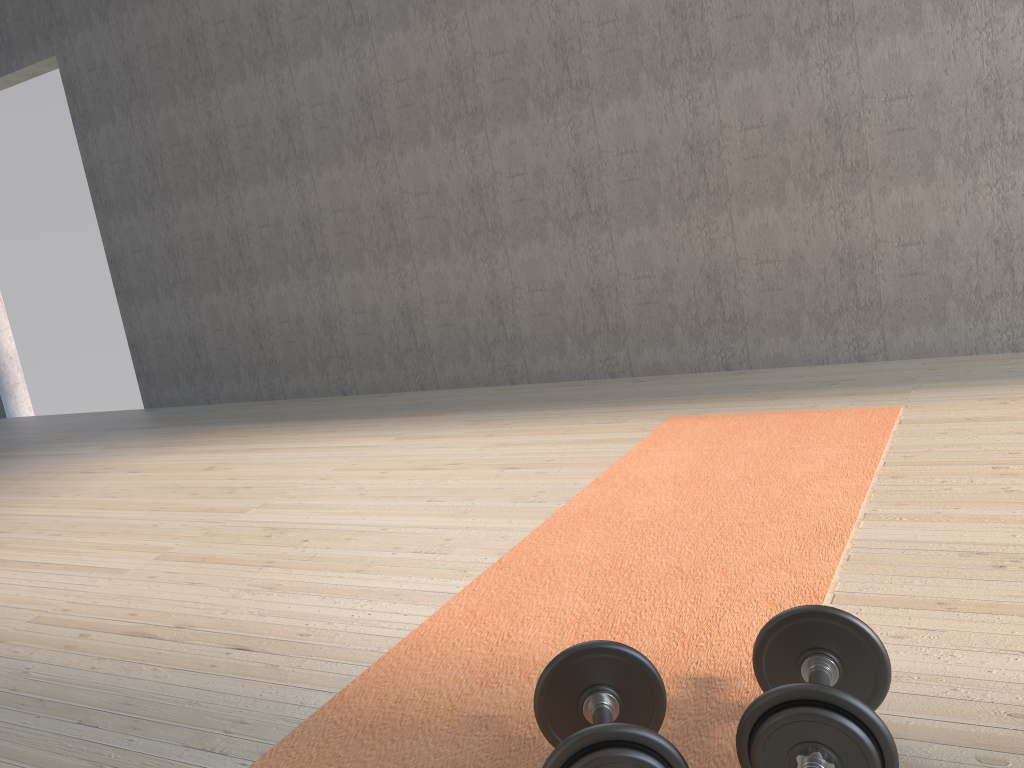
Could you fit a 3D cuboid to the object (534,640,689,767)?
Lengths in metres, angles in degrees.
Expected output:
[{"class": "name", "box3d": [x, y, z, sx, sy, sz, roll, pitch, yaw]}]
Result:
[{"class": "object", "box3d": [0.115, 0.439, 1.077, 0.176, 0.176, 0.385, -9, 10, 2]}]

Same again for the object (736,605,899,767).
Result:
[{"class": "object", "box3d": [0.378, 0.399, 1.098, 0.176, 0.176, 0.385, -6, 11, 22]}]

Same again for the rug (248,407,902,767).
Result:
[{"class": "rug", "box3d": [0.184, 0.421, 1.630, 0.716, 0.002, 2.779, -4, 12, 30]}]
